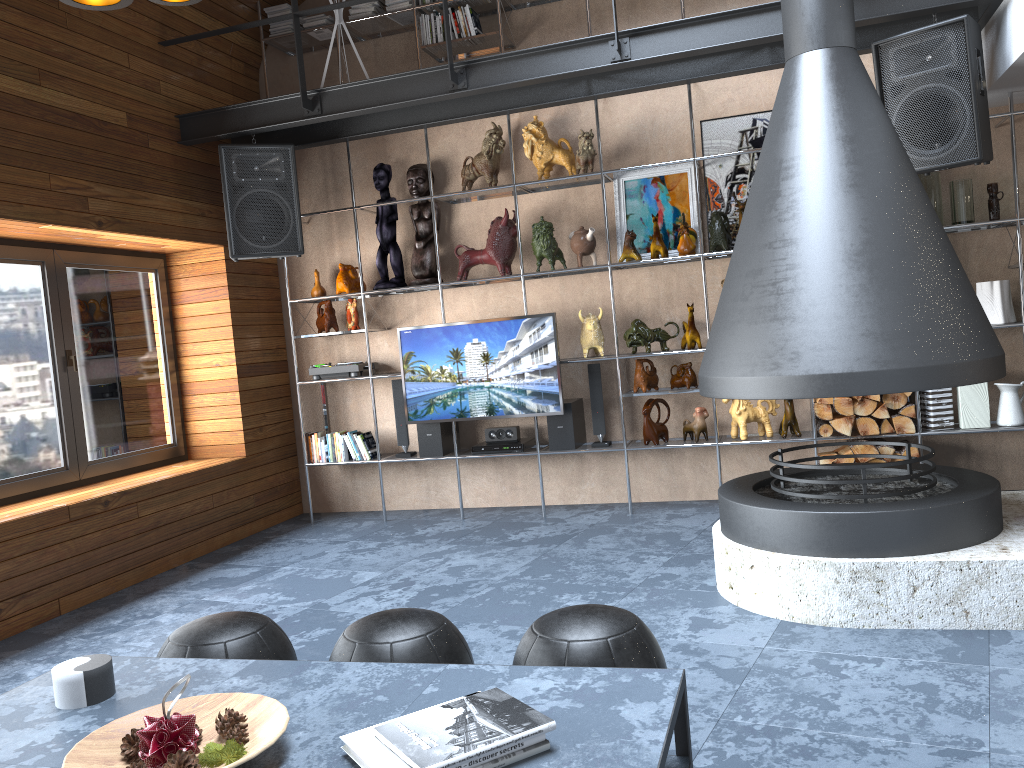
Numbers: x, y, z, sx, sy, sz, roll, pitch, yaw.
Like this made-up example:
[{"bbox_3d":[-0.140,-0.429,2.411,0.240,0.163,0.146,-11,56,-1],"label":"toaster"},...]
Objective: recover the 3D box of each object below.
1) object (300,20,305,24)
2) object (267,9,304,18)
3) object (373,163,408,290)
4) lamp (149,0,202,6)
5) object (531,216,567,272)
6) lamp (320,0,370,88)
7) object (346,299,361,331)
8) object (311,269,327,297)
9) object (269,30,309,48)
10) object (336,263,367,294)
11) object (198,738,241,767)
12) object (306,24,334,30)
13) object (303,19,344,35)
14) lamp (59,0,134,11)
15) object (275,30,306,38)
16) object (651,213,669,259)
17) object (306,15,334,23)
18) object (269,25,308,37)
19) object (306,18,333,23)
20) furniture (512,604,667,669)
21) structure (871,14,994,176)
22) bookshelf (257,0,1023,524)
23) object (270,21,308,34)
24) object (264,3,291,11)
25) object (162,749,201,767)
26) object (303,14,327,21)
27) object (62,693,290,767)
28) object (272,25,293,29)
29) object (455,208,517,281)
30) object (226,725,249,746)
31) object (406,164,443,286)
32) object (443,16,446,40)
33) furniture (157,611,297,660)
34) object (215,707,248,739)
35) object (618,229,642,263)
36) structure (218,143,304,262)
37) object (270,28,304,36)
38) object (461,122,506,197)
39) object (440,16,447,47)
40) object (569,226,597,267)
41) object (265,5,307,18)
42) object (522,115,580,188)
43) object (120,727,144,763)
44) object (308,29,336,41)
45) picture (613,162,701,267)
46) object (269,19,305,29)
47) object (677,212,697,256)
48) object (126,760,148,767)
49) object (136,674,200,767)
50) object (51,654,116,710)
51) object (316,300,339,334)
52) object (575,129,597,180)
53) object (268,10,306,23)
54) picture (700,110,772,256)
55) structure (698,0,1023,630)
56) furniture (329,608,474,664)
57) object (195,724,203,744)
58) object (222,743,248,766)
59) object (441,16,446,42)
[{"bbox_3d":[-1.537,-2.490,6.133,0.182,0.016,0.246,-4,3,17],"label":"object"},{"bbox_3d":[-1.555,-2.535,6.142,0.174,0.021,0.233,-4,3,17],"label":"object"},{"bbox_3d":[-0.873,-1.081,6.074,0.244,0.879,0.244,-8,4,-44],"label":"object"},{"bbox_3d":[-1.299,-2.190,3.180,0.210,1.565,0.210,-7,4,-35],"label":"lamp"},{"bbox_3d":[0.228,-0.892,5.684,0.167,0.356,0.255,-3,4,36],"label":"object"},{"bbox_3d":[-1.068,-2.269,5.477,0.475,1.002,0.475,-3,4,41],"label":"lamp"},{"bbox_3d":[-1.118,-0.481,6.186,0.060,0.223,0.267,-7,3,-27],"label":"object"},{"bbox_3d":[-1.355,-0.706,6.225,0.107,0.209,0.233,-5,3,4],"label":"object"},{"bbox_3d":[-1.541,-2.386,6.145,0.176,0.025,0.234,-4,3,17],"label":"object"},{"bbox_3d":[-1.115,-0.725,6.155,0.138,0.222,0.278,-4,3,27],"label":"object"},{"bbox_3d":[-0.543,0.681,1.631,0.073,0.034,0.081,-5,3,5],"label":"object"},{"bbox_3d":[-1.294,-2.411,6.085,0.159,0.012,0.226,-4,3,17],"label":"object"},{"bbox_3d":[-1.288,-2.431,6.078,0.176,0.025,0.262,-4,3,17],"label":"object"},{"bbox_3d":[-1.315,-2.090,2.564,0.210,1.911,0.210,-7,4,-35],"label":"lamp"},{"bbox_3d":[-1.539,-2.405,6.158,0.161,0.013,0.216,-4,3,17],"label":"object"},{"bbox_3d":[0.917,-0.913,5.539,0.097,0.290,0.290,-4,3,15],"label":"object"},{"bbox_3d":[-1.275,-2.464,6.076,0.182,0.016,0.228,-4,3,17],"label":"object"},{"bbox_3d":[-1.546,-2.429,6.142,0.159,0.012,0.243,-4,3,17],"label":"object"},{"bbox_3d":[-1.293,-2.448,6.065,0.161,0.013,0.201,-4,3,17],"label":"object"},{"bbox_3d":[0.202,0.807,2.271,0.402,0.462,0.401,-3,3,32],"label":"furniture"},{"bbox_3d":[2.168,-1.433,4.506,0.460,0.744,0.506,-3,4,42],"label":"structure"},{"bbox_3d":[3.479,-2.512,4.682,10.738,6.219,0.421,-4,3,17],"label":"bookshelf"},{"bbox_3d":[-1.543,-2.457,6.150,0.167,0.017,0.224,-4,3,17],"label":"object"},{"bbox_3d":[-1.571,-2.568,6.137,0.182,0.016,0.246,-4,3,17],"label":"object"},{"bbox_3d":[-0.579,0.673,1.551,0.064,0.062,0.061,-8,4,-42],"label":"object"},{"bbox_3d":[-1.306,-2.476,6.060,0.161,0.013,0.203,-4,3,17],"label":"object"},{"bbox_3d":[-0.615,0.684,1.650,0.395,0.061,0.395,-5,3,10],"label":"object"},{"bbox_3d":[-1.549,-2.442,6.158,0.161,0.012,0.216,-4,3,17],"label":"object"},{"bbox_3d":[-0.159,-0.907,5.815,0.462,0.440,0.219,-4,3,17],"label":"object"},{"bbox_3d":[-0.519,0.667,1.676,0.043,0.042,0.042,-4,3,20],"label":"object"},{"bbox_3d":[-0.610,-1.079,6.017,0.237,0.840,0.305,-4,3,19],"label":"object"},{"bbox_3d":[-0.417,-2.297,5.785,0.009,0.177,0.112,-4,3,17],"label":"object"},{"bbox_3d":[-0.804,0.886,2.509,0.402,0.462,0.401,-7,3,-33],"label":"furniture"},{"bbox_3d":[-0.545,0.661,1.728,0.063,0.061,0.061,-4,3,16],"label":"object"},{"bbox_3d":[0.760,-0.862,5.600,0.137,0.207,0.272,-4,3,21],"label":"object"},{"bbox_3d":[-1.624,-1.148,5.669,0.461,0.735,0.488,-6,3,-23],"label":"structure"},{"bbox_3d":[-1.549,-2.417,6.159,0.161,0.013,0.218,-4,3,17],"label":"object"},{"bbox_3d":[-0.192,-1.483,5.859,0.328,0.442,0.207,-5,3,10],"label":"object"},{"bbox_3d":[-0.438,-2.294,5.785,0.009,0.178,0.112,-4,3,17],"label":"object"},{"bbox_3d":[0.451,-0.865,5.608,0.237,0.266,0.164,-3,4,34],"label":"object"},{"bbox_3d":[-1.559,-2.553,6.134,0.182,0.016,0.246,-4,3,17],"label":"object"},{"bbox_3d":[0.247,-1.525,5.764,0.328,0.458,0.215,-4,3,22],"label":"object"},{"bbox_3d":[-0.703,0.678,1.664,0.060,0.062,0.062,-6,3,-22],"label":"object"},{"bbox_3d":[-1.294,-2.398,6.069,0.161,0.012,0.201,-4,3,17],"label":"object"},{"bbox_3d":[0.933,-1.091,5.680,0.544,0.625,0.136,-4,3,17],"label":"picture"},{"bbox_3d":[-1.535,-2.474,6.133,0.182,0.016,0.246,-4,3,17],"label":"object"},{"bbox_3d":[1.072,-0.918,5.470,0.123,0.270,0.227,-4,3,17],"label":"object"},{"bbox_3d":[-0.657,0.682,1.549,0.044,0.042,0.042,-4,3,17],"label":"object"},{"bbox_3d":[-0.635,0.627,1.632,0.105,0.172,0.118,-6,3,-21],"label":"object"},{"bbox_3d":[-0.990,0.687,2.052,0.126,0.081,0.126,-6,3,-10],"label":"object"},{"bbox_3d":[-1.311,-0.471,6.240,0.116,0.229,0.233,-7,3,-33],"label":"object"},{"bbox_3d":[0.464,-1.440,5.562,0.131,0.280,0.208,-5,3,-1],"label":"object"},{"bbox_3d":[-1.541,-2.512,6.128,0.180,0.028,0.252,-4,3,17],"label":"object"},{"bbox_3d":[1.470,-1.253,5.535,0.529,0.863,0.090,-4,3,17],"label":"picture"},{"bbox_3d":[1.455,-2.008,3.569,1.689,5.700,1.197,-4,3,17],"label":"structure"},{"bbox_3d":[-0.293,0.846,2.388,0.401,0.462,0.402,-3,4,37],"label":"furniture"},{"bbox_3d":[-0.624,0.683,1.724,0.042,0.042,0.043,-5,3,11],"label":"object"},{"bbox_3d":[-0.495,0.664,1.589,0.039,0.039,0.048,-5,3,14],"label":"object"},{"bbox_3d":[-0.429,-2.294,5.779,0.011,0.174,0.111,-4,3,17],"label":"object"}]
